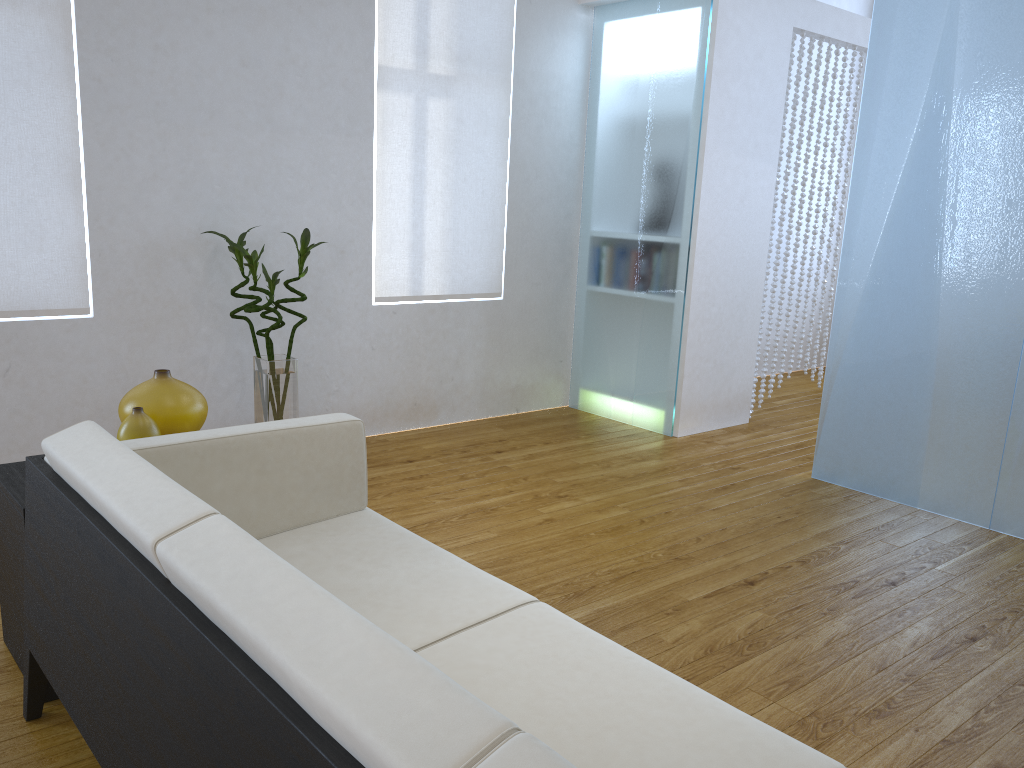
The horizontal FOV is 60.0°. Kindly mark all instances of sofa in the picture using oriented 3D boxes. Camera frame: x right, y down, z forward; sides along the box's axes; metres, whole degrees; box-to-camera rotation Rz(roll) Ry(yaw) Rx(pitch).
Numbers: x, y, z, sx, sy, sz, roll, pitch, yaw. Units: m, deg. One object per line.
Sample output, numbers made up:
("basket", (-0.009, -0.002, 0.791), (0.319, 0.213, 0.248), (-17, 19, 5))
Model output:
("sofa", (0.516, 0.482, 1.711), (9.702, 0.684, 5.312), (-7, 15, -40))

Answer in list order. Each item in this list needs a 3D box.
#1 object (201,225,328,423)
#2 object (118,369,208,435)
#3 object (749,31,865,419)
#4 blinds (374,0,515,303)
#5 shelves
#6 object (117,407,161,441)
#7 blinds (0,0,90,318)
("object", (-1.002, -0.132, 3.530), (0.379, 0.987, 0.481), (8, 14, 21))
("object", (-0.870, 0.072, 2.217), (0.207, 0.217, 0.205), (3, 13, 1))
("object", (1.691, -0.838, 4.947), (0.921, 2.030, 0.050), (-8, 17, -40))
("blinds", (-0.294, -1.442, 4.071), (0.760, 2.126, 0.007), (-8, 17, -39))
("shelves", (-0.854, 0.411, 2.240), (0.728, 0.454, 0.347), (-7, 16, -40))
("object", (-0.865, 0.134, 2.057), (0.095, 0.161, 0.095), (3, 13, 0))
("blinds", (-1.806, -1.255, 2.805), (0.760, 2.126, 0.007), (-8, 17, -39))
